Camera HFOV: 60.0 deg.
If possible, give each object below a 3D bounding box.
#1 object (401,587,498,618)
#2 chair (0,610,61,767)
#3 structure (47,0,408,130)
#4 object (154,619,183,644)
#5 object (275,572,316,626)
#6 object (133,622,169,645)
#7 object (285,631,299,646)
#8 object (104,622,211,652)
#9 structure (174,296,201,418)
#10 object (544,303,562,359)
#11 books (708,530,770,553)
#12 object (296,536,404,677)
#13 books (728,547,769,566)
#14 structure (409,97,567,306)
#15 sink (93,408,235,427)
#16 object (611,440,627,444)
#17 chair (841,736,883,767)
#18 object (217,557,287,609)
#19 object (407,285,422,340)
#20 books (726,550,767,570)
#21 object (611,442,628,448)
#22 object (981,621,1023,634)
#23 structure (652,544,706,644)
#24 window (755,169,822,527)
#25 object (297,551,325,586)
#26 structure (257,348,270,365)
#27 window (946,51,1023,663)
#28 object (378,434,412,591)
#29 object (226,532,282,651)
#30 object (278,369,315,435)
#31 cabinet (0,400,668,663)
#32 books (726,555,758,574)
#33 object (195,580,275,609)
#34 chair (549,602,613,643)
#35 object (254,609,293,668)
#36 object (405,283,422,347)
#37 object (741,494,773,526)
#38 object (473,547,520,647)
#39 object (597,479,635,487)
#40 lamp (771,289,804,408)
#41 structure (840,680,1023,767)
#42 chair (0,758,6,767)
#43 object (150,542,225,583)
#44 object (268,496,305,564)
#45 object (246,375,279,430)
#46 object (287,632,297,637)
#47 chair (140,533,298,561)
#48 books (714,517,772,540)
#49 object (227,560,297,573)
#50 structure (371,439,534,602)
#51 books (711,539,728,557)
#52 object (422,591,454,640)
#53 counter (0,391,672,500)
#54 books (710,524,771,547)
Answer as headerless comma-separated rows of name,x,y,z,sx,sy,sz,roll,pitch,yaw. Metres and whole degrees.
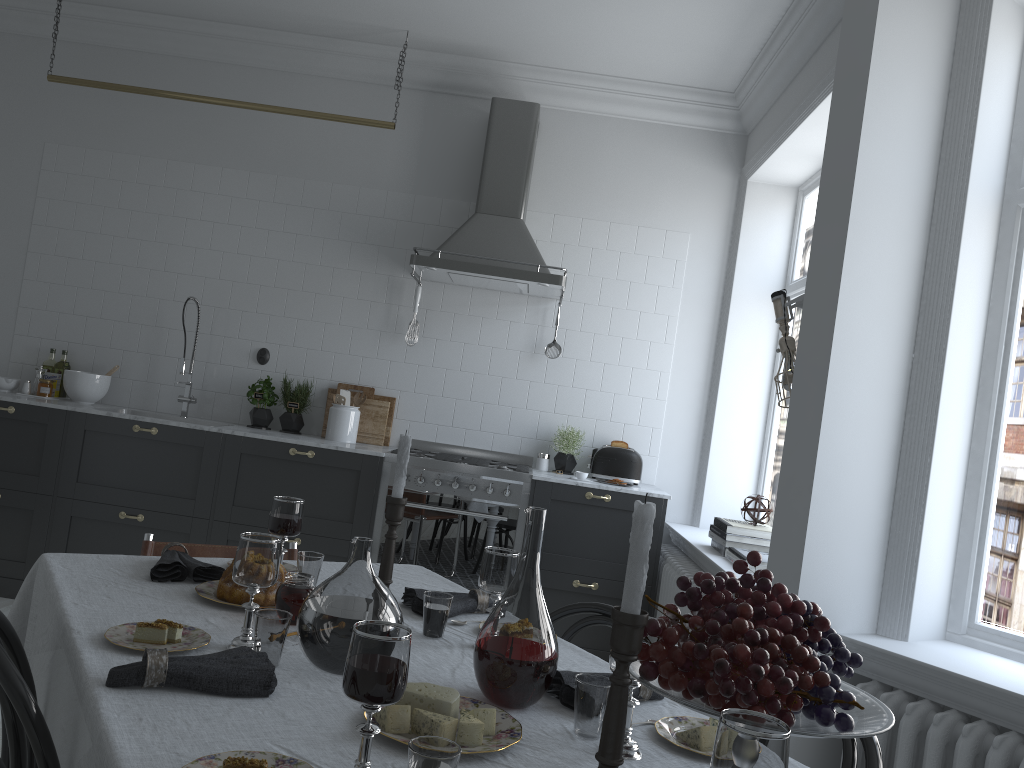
object,-0.161,0.535,2.215,0.165,0.061,0.247,7,-2,41
chair,-0.743,0.854,1.609,0.564,0.909,0.463,9,-2,-35
structure,-1.589,-1.827,4.940,1.988,0.556,0.053,8,-2,1
object,-0.642,0.459,1.651,0.057,0.037,0.021,8,-2,19
object,-0.461,0.460,1.898,0.091,0.101,0.091,10,-2,-44
object,-0.660,0.455,1.624,0.057,0.037,0.021,9,-2,-8
object,-0.410,0.511,1.805,0.075,0.009,0.150,7,-2,36
object,-0.651,0.470,1.632,0.182,0.013,0.182,8,-2,16
structure,-1.848,-0.151,5.036,0.100,0.692,0.266,8,-2,1
object,0.255,-0.308,5.145,0.101,0.331,0.030,8,-2,12
books,1.092,0.745,4.173,0.259,0.031,0.328,8,-2,-1
object,-0.292,0.406,1.634,0.194,0.245,0.194,9,-2,-16
books,1.096,0.750,3.792,0.274,0.016,0.341,8,-2,3
structure,-0.055,-1.054,4.980,0.843,1.079,0.567,8,-2,1
sink,-1.930,0.284,4.904,0.669,0.203,0.384,8,-2,1
object,0.616,0.381,5.116,0.107,0.110,0.010,8,-2,6
chair,0.304,1.006,1.572,0.564,0.909,0.463,9,-2,-20
object,-0.597,0.445,2.028,0.191,0.105,0.164,8,-2,21
object,-0.560,-0.427,5.172,0.066,0.332,0.024,8,-2,6
books,1.085,0.766,3.795,0.254,0.019,0.337,8,-2,-1
object,0.607,0.382,5.039,0.107,0.110,0.010,8,-2,6
object,-10.012,-2.339,0.756,72.085,19.432,33.873,9,-2,-34
structure,0.834,1.255,4.207,0.245,0.753,1.673,8,-2,1
window,1.531,-0.157,4.261,0.061,2.080,1.716,8,-2,1
object,-0.502,0.465,2.184,0.066,0.094,0.066,9,-2,-10
structure,-1.476,-0.164,5.250,0.079,0.103,0.032,8,-2,1
window,2.152,-0.126,2.014,0.061,2.080,2.079,9,-2,-36
object,-0.256,0.322,1.883,0.089,0.432,0.089,8,-2,24
object,-0.488,0.394,1.669,0.083,0.215,0.083,8,-2,6
object,-1.255,0.102,5.118,0.196,0.367,0.186,10,-2,-44
cabinet,-1.174,0.825,4.908,3.897,1.012,0.646,8,-2,1
books,1.081,0.784,3.789,0.254,0.019,0.343,8,-2,1
object,-0.595,0.487,2.033,0.251,0.018,0.251,8,-2,1
chair,-0.022,0.971,2.048,0.564,0.909,0.463,9,-2,-35
object,-0.435,0.459,1.593,0.066,0.094,0.066,9,-2,-10
object,-0.562,-0.404,5.139,0.074,0.381,0.076,9,-2,-18
object,1.157,0.596,4.189,0.147,0.148,0.147,9,-2,-8
object,-0.037,0.467,1.917,0.083,0.215,0.083,8,-2,6
object,0.559,0.539,4.807,0.209,0.011,0.209,7,-2,39
lamp,0.907,0.175,2.890,0.131,0.977,0.312,9,-2,-24
structure,1.460,1.286,1.950,0.245,0.753,1.710,9,-2,-36
chair,-0.464,0.881,1.112,0.564,0.909,0.463,10,-2,-40
object,-0.841,0.434,2.171,0.247,0.061,0.165,7,-2,41
object,-0.578,0.396,2.234,0.083,0.215,0.083,8,-2,6
object,-1.452,0.102,5.136,0.172,0.311,0.179,8,-2,12
object,-0.419,0.496,1.788,0.031,0.031,0.167,7,-2,36
chair,-0.825,0.902,2.489,0.546,0.837,0.593,9,-2,-27
books,1.108,0.682,4.175,0.259,0.038,0.325,8,-2,3
object,-0.657,0.488,2.344,0.182,0.013,0.182,8,-2,1
structure,-0.343,0.904,4.888,0.779,1.096,0.651,8,-2,1
books,1.095,0.783,4.160,0.259,0.044,0.351,8,-2,3
object,-0.167,0.507,1.944,0.066,0.094,0.066,9,-2,-10
counter,-1.099,0.315,4.932,3.902,0.020,0.624,8,-2,1
books,1.107,0.716,4.162,0.287,0.031,0.351,8,-2,1
